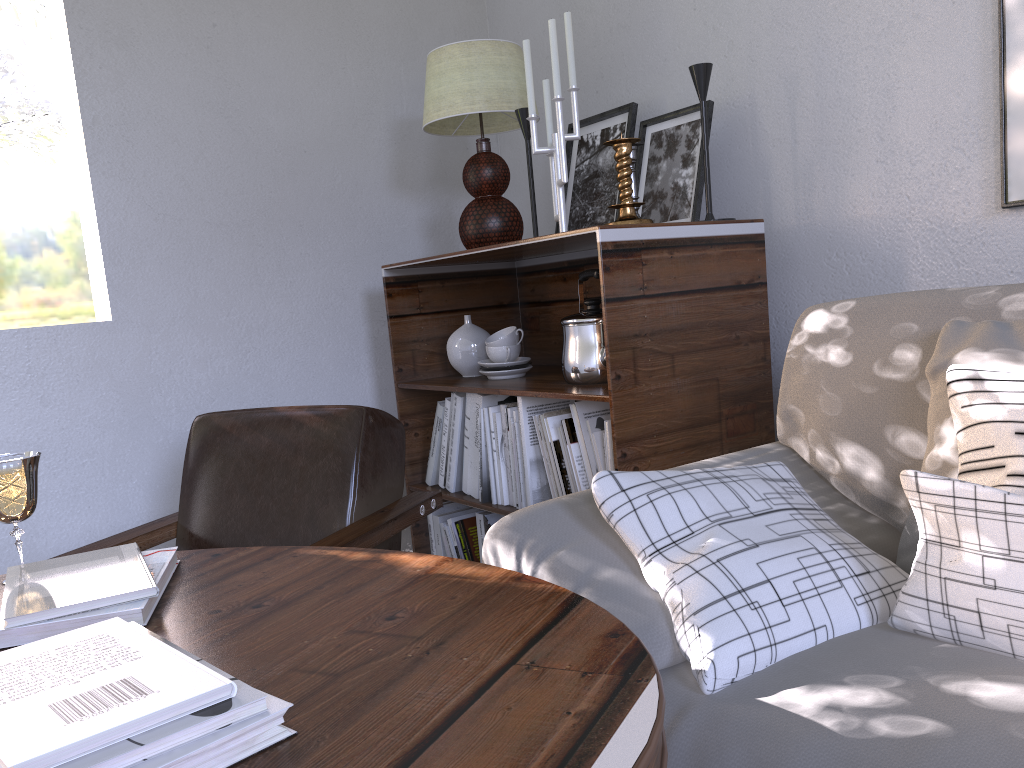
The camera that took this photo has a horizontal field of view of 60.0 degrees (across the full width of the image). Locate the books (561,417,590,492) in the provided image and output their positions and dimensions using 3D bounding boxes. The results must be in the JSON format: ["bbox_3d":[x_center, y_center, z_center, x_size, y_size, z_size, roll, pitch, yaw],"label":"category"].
[{"bbox_3d":[0.171,0.157,1.659,0.130,0.203,0.064,-10,9,-34],"label":"books"}]

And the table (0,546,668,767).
[{"bbox_3d":[-0.328,0.455,0.762,0.950,0.434,0.734,-2,7,26],"label":"table"}]

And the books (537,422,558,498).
[{"bbox_3d":[0.126,0.159,1.731,0.124,0.194,0.064,-10,9,-34],"label":"books"}]

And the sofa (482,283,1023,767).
[{"bbox_3d":[0.766,0.258,0.509,0.765,0.686,1.856,-10,7,-34],"label":"sofa"}]

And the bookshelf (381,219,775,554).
[{"bbox_3d":[0.117,0.103,1.925,0.400,0.805,0.796,-10,8,-34],"label":"bookshelf"}]

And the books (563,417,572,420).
[{"bbox_3d":[0.169,0.156,1.681,0.114,0.200,0.061,-10,9,-34],"label":"books"}]

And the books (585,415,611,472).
[{"bbox_3d":[0.207,0.156,1.637,0.114,0.200,0.061,-10,9,-34],"label":"books"}]

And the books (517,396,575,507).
[{"bbox_3d":[0.077,0.133,1.778,0.126,0.238,0.017,-9,9,-29],"label":"books"}]

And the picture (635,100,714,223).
[{"bbox_3d":[0.323,-0.437,1.838,0.080,0.253,0.201,-10,9,-34],"label":"picture"}]

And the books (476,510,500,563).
[{"bbox_3d":[-0.004,0.394,2.020,0.140,0.233,0.042,-10,9,-33],"label":"books"}]

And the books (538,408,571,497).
[{"bbox_3d":[0.131,0.151,1.716,0.129,0.211,0.073,-10,9,-34],"label":"books"}]

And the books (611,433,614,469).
[{"bbox_3d":[0.229,0.168,1.575,0.115,0.184,0.009,-10,9,-33],"label":"books"}]

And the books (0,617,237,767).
[{"bbox_3d":[-0.304,0.209,0.618,0.135,0.010,0.214,-10,7,-42],"label":"books"}]

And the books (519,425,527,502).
[{"bbox_3d":[0.073,0.159,1.793,0.115,0.183,0.009,-9,9,-29],"label":"books"}]

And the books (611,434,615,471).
[{"bbox_3d":[0.229,0.169,1.563,0.115,0.183,0.009,-10,9,-33],"label":"books"}]

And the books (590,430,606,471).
[{"bbox_3d":[0.213,0.169,1.627,0.115,0.179,0.055,-10,9,-34],"label":"books"}]

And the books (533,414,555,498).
[{"bbox_3d":[0.121,0.152,1.746,0.130,0.203,0.064,-10,9,-34],"label":"books"}]

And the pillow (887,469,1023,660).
[{"bbox_3d":[0.468,0.168,0.776,0.070,0.168,0.283,-11,8,-36],"label":"pillow"}]

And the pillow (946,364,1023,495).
[{"bbox_3d":[0.528,0.120,0.814,0.129,0.271,0.309,-10,8,-30],"label":"pillow"}]

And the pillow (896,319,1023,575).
[{"bbox_3d":[0.607,0.088,0.840,0.150,0.315,0.488,-10,8,-33],"label":"pillow"}]

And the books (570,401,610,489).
[{"bbox_3d":[0.189,0.141,1.647,0.126,0.234,0.078,-10,9,-34],"label":"books"}]

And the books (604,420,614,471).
[{"bbox_3d":[0.218,0.158,1.577,0.114,0.205,0.009,-10,9,-33],"label":"books"}]

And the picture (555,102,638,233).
[{"bbox_3d":[0.187,-0.468,2.039,0.095,0.302,0.230,-10,9,-34],"label":"picture"}]

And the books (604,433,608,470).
[{"bbox_3d":[0.218,0.168,1.588,0.115,0.183,0.009,-10,9,-33],"label":"books"}]

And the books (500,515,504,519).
[{"bbox_3d":[0.046,0.387,2.015,0.144,0.238,0.022,-10,9,-33],"label":"books"}]

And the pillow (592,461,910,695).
[{"bbox_3d":[0.263,0.188,0.969,0.310,0.207,0.214,-9,7,-27],"label":"pillow"}]

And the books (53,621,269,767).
[{"bbox_3d":[-0.291,0.218,0.626,0.134,0.010,0.240,-10,7,-42],"label":"books"}]

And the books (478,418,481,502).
[{"bbox_3d":[-0.025,0.156,1.916,0.120,0.186,0.025,-11,10,-38],"label":"books"}]

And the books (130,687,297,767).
[{"bbox_3d":[-0.297,0.234,0.632,0.278,0.021,0.148,0,7,42],"label":"books"}]

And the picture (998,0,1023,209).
[{"bbox_3d":[0.902,-0.650,1.095,0.019,0.777,0.587,-11,9,-34],"label":"picture"}]

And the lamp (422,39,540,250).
[{"bbox_3d":[-0.063,-0.521,2.019,0.267,0.449,0.266,-1,8,31],"label":"lamp"}]

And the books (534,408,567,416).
[{"bbox_3d":[0.124,0.151,1.762,0.130,0.203,0.064,-10,9,-34],"label":"books"}]

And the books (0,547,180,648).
[{"bbox_3d":[-0.444,0.220,0.934,0.147,0.018,0.229,-7,6,-12],"label":"books"}]

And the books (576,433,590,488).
[{"bbox_3d":[0.188,0.167,1.655,0.115,0.179,0.055,-10,9,-34],"label":"books"}]

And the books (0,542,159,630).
[{"bbox_3d":[-0.455,0.206,0.930,0.136,0.011,0.213,-8,6,-27],"label":"books"}]

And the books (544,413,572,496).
[{"bbox_3d":[0.141,0.156,1.702,0.130,0.203,0.064,-10,9,-34],"label":"books"}]

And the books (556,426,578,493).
[{"bbox_3d":[0.158,0.163,1.696,0.120,0.186,0.060,-10,9,-34],"label":"books"}]
